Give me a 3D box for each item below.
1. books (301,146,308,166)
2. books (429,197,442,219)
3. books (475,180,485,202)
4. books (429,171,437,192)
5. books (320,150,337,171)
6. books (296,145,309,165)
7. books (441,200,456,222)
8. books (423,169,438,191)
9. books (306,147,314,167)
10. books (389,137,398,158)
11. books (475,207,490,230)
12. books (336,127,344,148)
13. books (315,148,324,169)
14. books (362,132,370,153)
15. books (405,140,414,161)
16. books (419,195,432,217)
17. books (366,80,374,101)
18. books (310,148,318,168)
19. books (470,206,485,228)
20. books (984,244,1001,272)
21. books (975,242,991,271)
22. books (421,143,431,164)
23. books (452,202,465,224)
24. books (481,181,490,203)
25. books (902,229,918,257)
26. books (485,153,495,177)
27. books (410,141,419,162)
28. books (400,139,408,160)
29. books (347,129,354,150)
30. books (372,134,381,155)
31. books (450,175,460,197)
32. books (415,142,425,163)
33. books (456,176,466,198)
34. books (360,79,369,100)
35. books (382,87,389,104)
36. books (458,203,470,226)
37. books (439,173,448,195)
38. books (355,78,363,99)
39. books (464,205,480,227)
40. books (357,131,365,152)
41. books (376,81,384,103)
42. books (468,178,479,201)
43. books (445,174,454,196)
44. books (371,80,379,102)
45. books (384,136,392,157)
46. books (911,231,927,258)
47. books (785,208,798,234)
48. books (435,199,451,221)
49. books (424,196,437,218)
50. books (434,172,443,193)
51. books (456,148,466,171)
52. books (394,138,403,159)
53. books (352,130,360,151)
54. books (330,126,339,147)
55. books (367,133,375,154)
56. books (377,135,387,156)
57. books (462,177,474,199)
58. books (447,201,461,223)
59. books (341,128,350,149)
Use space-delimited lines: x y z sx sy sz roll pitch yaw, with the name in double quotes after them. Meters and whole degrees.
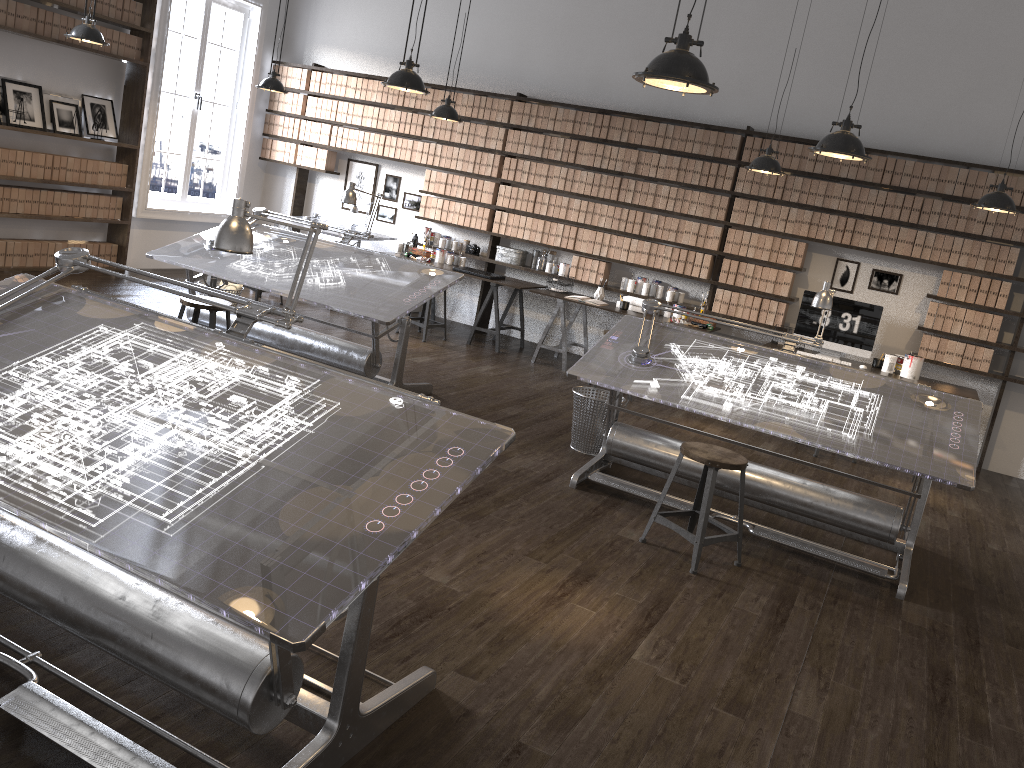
-2.298 -2.577 10.050 0.067 0.223 0.175 15 11 23 "books"
-0.788 -1.855 9.382 0.067 0.223 0.175 15 11 23 "books"
-0.298 -1.986 9.140 0.067 0.223 0.175 15 11 23 "books"
-0.794 -2.131 9.363 0.067 0.223 0.175 15 11 23 "books"
-2.060 -2.507 9.943 0.067 0.224 0.175 15 11 23 "books"
-2.363 -2.596 10.077 0.067 0.224 0.175 15 11 23 "books"
-0.661 -1.818 9.326 0.067 0.224 0.175 15 11 23 "books"
-0.858 -2.150 9.390 0.067 0.224 0.175 15 11 23 "books"
-2.242 -2.561 10.026 0.067 0.223 0.175 15 11 23 "books"
-1.237 -2.537 9.542 0.067 0.224 0.175 15 11 23 "books"
-0.295 -1.710 9.161 0.067 0.223 0.175 15 11 23 "books"
-1.859 -2.720 9.825 0.067 0.224 0.175 15 11 23 "books"
-2.121 -2.525 9.973 0.067 0.224 0.175 15 11 23 "books"
-1.546 -2.628 9.681 0.067 0.224 0.175 15 11 23 "books"
-1.053 -2.482 9.456 0.067 0.224 0.175 15 11 23 "books"
-0.903 -1.888 9.431 0.067 0.224 0.175 15 11 23 "books"
-1.497 -3.175 9.623 0.067 0.224 0.175 15 11 23 "books"
-2.185 -2.542 9.995 0.067 0.224 0.175 15 11 23 "books"
-0.354 -1.727 9.185 0.067 0.223 0.175 15 11 23 "books"
3.900 -1.023 7.200 0.067 0.224 0.175 15 11 23 "books"
3.838 -1.040 7.222 0.067 0.224 0.175 15 11 23 "books"
-0.874 -2.429 9.376 0.067 0.224 0.175 15 11 23 "books"
-0.538 -1.781 9.268 0.067 0.224 0.175 15 11 23 "books"
-0.233 -1.966 9.108 0.067 0.223 0.175 15 11 23 "books"
3.347 -1.186 7.446 0.067 0.224 0.175 15 11 23 "books"
-0.191 -2.234 9.064 0.067 0.224 0.175 15 11 23 "books"
-0.992 -2.465 9.434 0.067 0.223 0.175 15 11 23 "books"
-1.110 -2.500 9.489 0.067 0.224 0.175 15 11 23 "books"
-1.732 -2.684 9.774 0.067 0.224 0.175 15 11 23 "books"
-1.430 -2.595 9.635 0.067 0.223 0.175 15 11 23 "books"
-0.556 -2.062 9.257 0.067 0.224 0.175 15 11 23 "books"
-0.937 -2.448 9.407 0.067 0.223 0.175 15 11 23 "books"
-0.495 -2.043 9.225 0.067 0.224 0.175 15 11 23 "books"
-1.560 -3.193 9.649 0.067 0.224 0.175 15 11 23 "books"
-1.311 -3.118 9.529 0.067 0.224 0.175 15 11 23 "books"
-0.476 -1.762 9.236 0.067 0.224 0.175 15 11 23 "books"
-0.680 -2.097 9.308 0.067 0.224 0.175 15 11 23 "books"
-1.624 -3.211 9.674 0.067 0.224 0.175 15 11 23 "books"
-0.412 -1.743 9.206 0.067 0.224 0.175 15 11 23 "books"
-1.610 -2.646 9.710 0.067 0.224 0.175 15 11 23 "books"
-1.375 -3.137 9.559 0.067 0.224 0.175 15 11 23 "books"
-0.366 -2.005 9.165 0.067 0.224 0.175 15 11 23 "books"
-0.618 -2.080 9.286 0.067 0.224 0.175 15 11 23 "books"
-1.437 -3.157 9.591 0.067 0.224 0.175 15 11 23 "books"
-1.298 -2.556 9.575 0.067 0.224 0.175 15 11 23 "books"
3.410 -1.167 7.417 0.067 0.224 0.175 15 11 23 "books"
2.487 -1.441 7.843 0.067 0.223 0.175 15 11 23 "books"
-0.724 -1.836 9.351 0.067 0.224 0.175 15 11 23 "books"
-0.842 -1.872 9.408 0.067 0.223 0.175 15 11 23 "books"
-0.737 -2.115 9.339 0.067 0.223 0.175 15 11 23 "books"
-0.490 -2.323 9.202 0.067 0.223 0.175 15 11 23 "books"
-1.173 -2.519 9.517 0.067 0.224 0.175 15 11 23 "books"
-1.673 -2.666 9.742 0.067 0.224 0.175 15 11 23 "books"
-1.930 -2.742 9.860 0.067 0.223 0.175 15 11 23 "books"
-1.488 -2.612 9.659 0.067 0.223 0.175 15 11 23 "books"
-1.366 -2.575 9.600 0.067 0.224 0.175 15 11 23 "books"
-0.430 -2.025 9.200 0.067 0.224 0.175 15 11 23 "books"
-0.598 -1.800 9.299 0.067 0.224 0.175 15 11 23 "books"
-1.795 -2.702 9.801 0.067 0.224 0.175 15 11 23 "books"
